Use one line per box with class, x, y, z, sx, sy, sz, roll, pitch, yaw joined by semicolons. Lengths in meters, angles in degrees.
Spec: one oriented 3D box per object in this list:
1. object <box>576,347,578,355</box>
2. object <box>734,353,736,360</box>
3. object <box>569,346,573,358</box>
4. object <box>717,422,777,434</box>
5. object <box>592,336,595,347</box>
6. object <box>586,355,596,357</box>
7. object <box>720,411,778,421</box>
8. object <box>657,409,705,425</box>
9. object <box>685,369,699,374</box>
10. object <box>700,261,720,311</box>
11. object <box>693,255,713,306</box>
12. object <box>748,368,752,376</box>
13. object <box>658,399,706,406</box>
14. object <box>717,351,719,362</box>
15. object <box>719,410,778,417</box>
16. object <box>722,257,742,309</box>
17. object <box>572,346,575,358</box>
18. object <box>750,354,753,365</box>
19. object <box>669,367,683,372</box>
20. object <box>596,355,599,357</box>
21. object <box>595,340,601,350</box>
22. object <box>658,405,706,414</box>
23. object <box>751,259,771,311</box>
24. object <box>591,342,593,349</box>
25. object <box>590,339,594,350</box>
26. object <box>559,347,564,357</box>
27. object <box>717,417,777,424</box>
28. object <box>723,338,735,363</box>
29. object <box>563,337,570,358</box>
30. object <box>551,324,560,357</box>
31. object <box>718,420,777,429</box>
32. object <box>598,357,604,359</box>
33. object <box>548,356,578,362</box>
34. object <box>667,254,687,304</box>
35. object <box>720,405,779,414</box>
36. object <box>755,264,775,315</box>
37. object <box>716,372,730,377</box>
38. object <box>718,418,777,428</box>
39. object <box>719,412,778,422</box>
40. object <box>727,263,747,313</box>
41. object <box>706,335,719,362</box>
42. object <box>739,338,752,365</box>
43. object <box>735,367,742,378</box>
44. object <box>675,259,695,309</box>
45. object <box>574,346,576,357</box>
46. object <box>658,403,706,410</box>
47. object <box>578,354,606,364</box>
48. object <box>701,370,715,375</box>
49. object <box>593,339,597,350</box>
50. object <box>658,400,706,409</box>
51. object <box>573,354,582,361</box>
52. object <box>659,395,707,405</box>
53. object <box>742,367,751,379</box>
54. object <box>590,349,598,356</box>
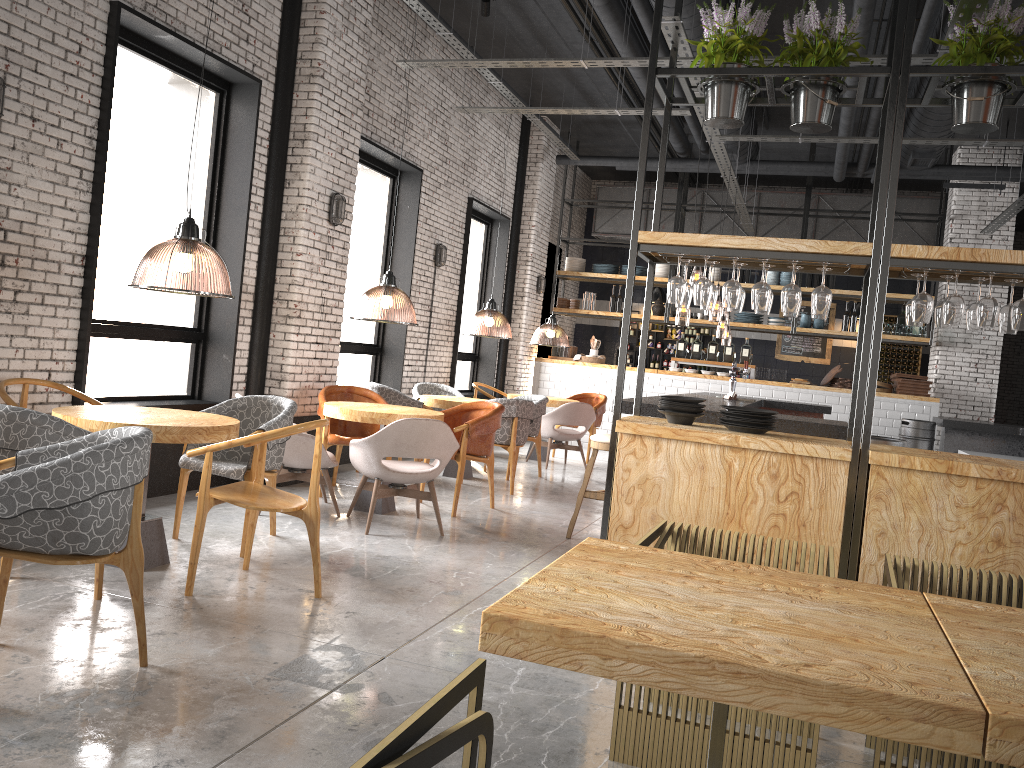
object;1.022;-0.490;14.340;0.056;0.249;0.056;5;1;-19
object;3.360;-0.392;13.374;0.024;0.164;0.062;6;1;9
object;0.939;-0.489;14.093;0.056;0.249;0.056;5;1;-19
object;1.240;0.238;4.685;0.305;0.035;0.306;4;2;-34
object;1.295;-0.626;14.121;0.017;0.289;0.090;5;1;-35
object;1.232;-0.417;13.848;0.160;0.078;0.161;6;2;-4
object;1.246;0.174;4.685;0.306;0.037;0.306;6;2;20
object;0.915;0.184;4.814;0.257;0.067;0.257;6;2;11
object;2.697;-0.192;13.320;0.216;0.059;0.324;6;2;18
object;1.098;-0.544;4.922;0.101;0.267;0.101;5;1;-18
object;1.008;-0.544;4.651;0.101;0.267;0.101;5;1;-18
object;3.490;-0.159;13.152;0.122;0.165;0.112;5;1;-17
object;0.921;0.132;4.814;0.257;0.072;0.257;6;2;18
object;3.134;-0.418;13.474;0.031;0.164;0.046;7;1;43
object;1.247;0.162;4.685;0.306;0.048;0.305;8;3;43
object;1.147;-0.528;4.604;0.101;0.267;0.101;5;1;-18
object;0.967;-0.489;14.175;0.056;0.249;0.056;5;1;-19
object;3.588;-0.366;13.295;0.061;0.164;0.034;5;1;-38
object;2.481;-0.215;13.406;0.216;0.055;0.324;6;2;18
object;1.368;-0.406;13.934;0.160;0.078;0.160;5;2;-18
object;1.336;-0.526;14.053;0.124;0.358;0.076;6;1;34
object;0.917;0.161;4.815;0.257;0.075;0.257;6;2;18
object;1.286;-0.513;4.558;0.101;0.267;0.101;5;1;-18
object;1.277;-0.510;14.064;0.071;0.328;0.052;5;1;-26
object;1.271;-0.543;14.097;0.087;0.356;0.026;7;1;41
object;0.810;-0.579;14.147;0.070;0.367;0.107;6;1;18
object;1.242;0.203;4.685;0.305;0.046;0.306;5;2;-24
object;3.303;-0.522;13.477;0.154;0.404;0.154;6;1;18
object;0.873;-0.572;14.127;0.070;0.367;0.107;6;1;18
object;0.719;-0.682;14.165;0.106;0.554;0.156;6;1;18
object;1.240;0.227;4.684;0.306;0.041;0.305;7;2;36
object;1.368;-0.387;13.932;0.160;0.075;0.161;5;2;-18
object;0.834;-0.403;14.244;0.411;0.050;0.411;6;2;18
object;0.877;-0.559;4.695;0.101;0.267;0.101;5;1;-18
object;1.250;0.148;4.685;0.306;0.039;0.306;6;2;1
object;1.376;-0.513;4.829;0.101;0.267;0.101;5;1;-18
object;3.143;-0.143;13.176;0.216;0.060;0.324;6;2;18
object;1.242;0.212;4.685;0.306;0.044;0.305;6;2;19
object;1.245;0.188;4.684;0.305;0.042;0.306;5;2;-24
object;1.237;-0.528;4.876;0.101;0.267;0.101;5;1;-18
object;3.074;-0.548;13.558;0.154;0.404;0.154;6;1;18
object;3.538;-0.495;13.402;0.154;0.404;0.154;6;1;18
object;3.339;-0.174;13.143;0.112;0.165;0.122;5;1;-38
object;0.968;-0.559;4.966;0.101;0.267;0.101;5;1;-18
object;0.995;-0.490;14.258;0.056;0.249;0.056;5;1;-19
object;0.918;0.154;4.815;0.257;0.075;0.256;8;3;44
object;1.250;-0.392;13.952;0.436;0.156;0.420;5;2;-9
object;2.930;-0.165;13.265;0.216;0.055;0.324;6;2;18
object;1.302;-0.532;14.015;0.033;0.370;0.137;6;1;-15
object;0.920;0.136;4.813;0.257;0.072;0.257;5;2;-9
object;1.113;-0.406;13.945;0.283;0.111;0.187;5;2;-35
object;0.924;0.106;4.813;0.256;0.076;0.257;4;2;-34
object;3.442;-0.172;13.035;0.128;0.189;0.123;6;1;27
object;1.296;-0.440;14.066;0.129;0.204;0.129;5;1;-36
